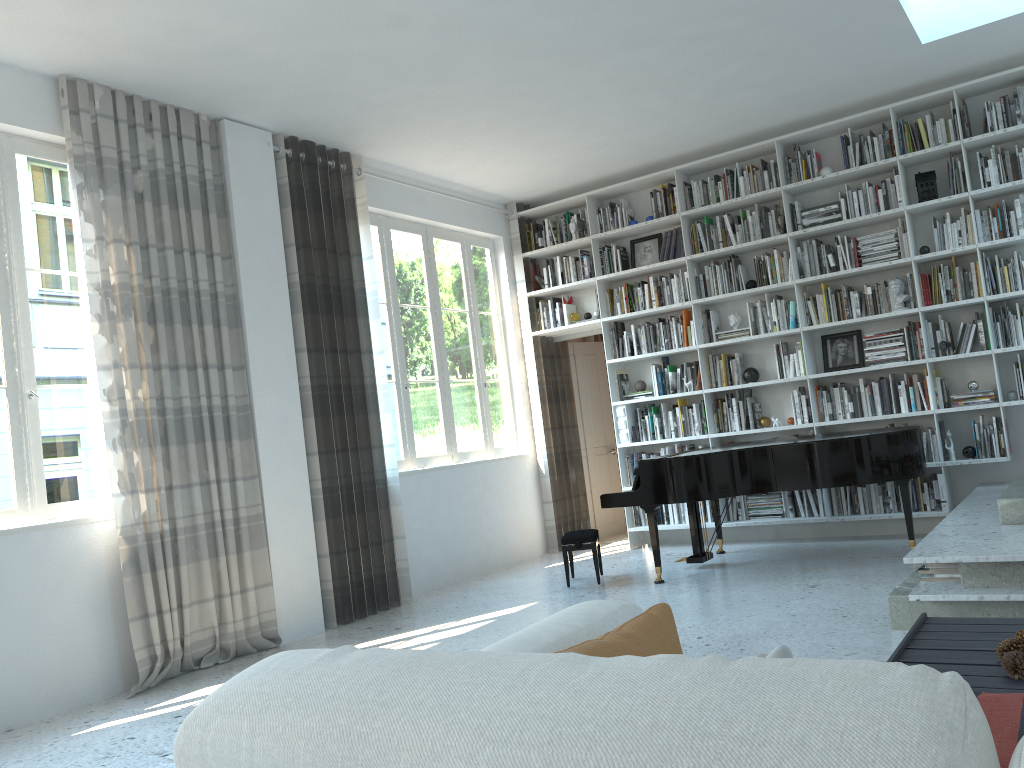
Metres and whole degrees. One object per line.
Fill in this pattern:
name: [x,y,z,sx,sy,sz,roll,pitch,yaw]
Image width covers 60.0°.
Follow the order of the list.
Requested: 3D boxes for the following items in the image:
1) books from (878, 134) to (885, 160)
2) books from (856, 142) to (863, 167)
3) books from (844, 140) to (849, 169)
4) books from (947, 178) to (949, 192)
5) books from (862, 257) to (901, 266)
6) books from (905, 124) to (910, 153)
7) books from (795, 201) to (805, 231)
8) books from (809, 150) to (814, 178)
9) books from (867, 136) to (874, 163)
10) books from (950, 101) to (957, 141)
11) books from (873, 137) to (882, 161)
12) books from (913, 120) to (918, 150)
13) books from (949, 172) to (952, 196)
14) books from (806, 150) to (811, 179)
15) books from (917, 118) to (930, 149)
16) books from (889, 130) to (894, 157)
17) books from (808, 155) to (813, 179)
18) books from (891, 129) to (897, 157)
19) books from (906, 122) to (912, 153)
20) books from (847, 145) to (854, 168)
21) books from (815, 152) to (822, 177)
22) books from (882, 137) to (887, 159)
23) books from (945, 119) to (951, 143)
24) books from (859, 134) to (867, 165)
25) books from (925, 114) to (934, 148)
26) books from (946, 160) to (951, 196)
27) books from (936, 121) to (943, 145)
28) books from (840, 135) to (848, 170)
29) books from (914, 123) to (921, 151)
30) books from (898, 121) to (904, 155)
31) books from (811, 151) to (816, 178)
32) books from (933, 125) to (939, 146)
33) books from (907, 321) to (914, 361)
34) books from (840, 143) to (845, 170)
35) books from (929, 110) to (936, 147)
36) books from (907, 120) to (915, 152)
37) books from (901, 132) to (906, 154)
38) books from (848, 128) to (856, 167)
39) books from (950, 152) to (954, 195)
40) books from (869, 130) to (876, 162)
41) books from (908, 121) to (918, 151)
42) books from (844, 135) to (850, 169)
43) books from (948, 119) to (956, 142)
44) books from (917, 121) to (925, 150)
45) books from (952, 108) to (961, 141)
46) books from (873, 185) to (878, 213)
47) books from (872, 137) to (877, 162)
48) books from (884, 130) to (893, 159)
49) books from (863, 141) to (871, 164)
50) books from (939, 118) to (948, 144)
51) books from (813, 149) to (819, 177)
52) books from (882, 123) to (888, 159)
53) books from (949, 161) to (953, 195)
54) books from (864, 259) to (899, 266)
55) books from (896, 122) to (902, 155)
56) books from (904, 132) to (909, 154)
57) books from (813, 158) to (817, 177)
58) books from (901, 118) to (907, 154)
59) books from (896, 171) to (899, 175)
books: [2.781,-1.737,6.632,0.026,0.233,0.137,-9,-4,33]
books: [2.630,-1.703,6.702,0.050,0.210,0.172,-9,-4,33]
books: [2.567,-1.720,6.760,0.011,0.266,0.129,-9,-4,33]
books: [3.151,-1.419,6.382,0.019,0.213,0.156,-9,-4,33]
books: [2.772,-0.909,6.639,0.254,0.012,0.161,-10,-5,36]
books: [2.912,-1.765,6.494,0.007,0.239,0.191,-9,-4,33]
books: [2.265,-1.293,6.938,0.021,0.249,0.191,-9,-4,33]
books: [2.348,-1.679,6.891,0.005,0.255,0.168,-9,-4,33]
books: [2.711,-1.729,6.652,0.023,0.236,0.154,-9,-4,33]
books: [3.179,-1.851,6.360,0.012,0.329,0.128,-9,-4,33]
books: [2.738,-1.718,6.608,0.023,0.202,0.193,-9,-4,33]
books: [2.969,-1.784,6.485,0.008,0.262,0.142,-9,-4,33]
books: [3.167,-1.413,6.380,0.022,0.199,0.143,-9,-4,33]
books: [2.331,-1.681,6.909,0.013,0.264,0.147,-9,-4,33]
books: [3.006,-1.787,6.444,0.054,0.254,0.190,-9,-4,33]
books: [2.836,-1.752,6.583,0.014,0.244,0.145,-9,-4,33]
books: [2.343,-1.660,6.897,0.016,0.219,0.144,-9,-4,33]
books: [2.843,-1.751,6.568,0.014,0.238,0.153,-9,-4,33]
books: [2.925,-1.776,6.503,0.006,0.259,0.166,-9,-4,33]
books: [2.598,-1.695,6.744,0.031,0.208,0.146,-9,-4,33]
books: [2.393,-1.675,6.888,0.004,0.235,0.137,-9,-4,33]
books: [2.796,-1.725,6.615,0.014,0.204,0.135,-9,-4,33]
books: [3.148,-1.783,6.372,0.025,0.203,0.162,-9,-4,33]
books: [2.668,-1.738,6.697,0.028,0.269,0.140,-9,-4,33]
books: [3.050,-1.803,6.439,0.030,0.274,0.151,-9,-4,33]
books: [3.136,-1.448,6.352,0.021,0.272,0.190,-9,-4,33]
books: [3.093,-1.774,6.388,0.024,0.201,0.180,-9,-4,33]
books: [2.546,-1.731,6.753,0.014,0.292,0.176,-9,-4,33]
books: [2.971,-1.771,6.463,0.015,0.233,0.171,-9,-4,33]
books: [2.880,-1.778,6.532,0.008,0.278,0.170,-9,-4,33]
books: [2.366,-1.678,6.901,0.013,0.249,0.148,-9,-4,33]
books: [3.074,-1.760,6.400,0.022,0.180,0.173,-9,-4,33]
books: [2.962,-0.314,6.555,0.011,0.299,0.130,-9,-4,33]
books: [2.548,-1.706,6.773,0.012,0.245,0.151,-9,-4,33]
books: [3.056,-1.817,6.414,0.010,0.297,0.167,-9,-4,33]
books: [2.935,-1.787,6.510,0.007,0.279,0.150,-9,-4,33]
books: [2.906,-1.743,6.542,0.016,0.204,0.143,-9,-4,33]
books: [2.595,-1.759,6.717,0.010,0.331,0.186,-9,-4,33]
books: [3.168,-1.485,6.365,0.025,0.339,0.142,-9,-4,33]
books: [2.714,-1.748,6.631,0.010,0.270,0.180,-9,-4,33]
books: [2.948,-1.780,6.490,0.034,0.261,0.157,-9,-4,33]
books: [2.569,-1.736,6.747,0.011,0.296,0.157,-9,-4,33]
books: [3.164,-1.781,6.352,0.022,0.194,0.181,-9,-4,33]
books: [2.997,-1.788,6.488,0.007,0.264,0.133,-9,-4,33]
books: [3.183,-1.816,6.320,0.029,0.253,0.186,-9,-4,33]
books: [2.747,-1.364,6.655,0.011,0.239,0.139,-9,-4,33]
books: [2.732,-1.723,6.632,0.012,0.217,0.179,-9,-4,33]
books: [2.813,-1.749,6.586,0.028,0.243,0.161,-9,-4,33]
books: [2.687,-1.708,6.662,0.033,0.202,0.166,-9,-4,33]
books: [3.113,-1.784,6.370,0.031,0.213,0.169,-9,-4,33]
books: [2.375,-1.684,6.876,0.011,0.256,0.143,-9,-4,33]
books: [2.797,-1.779,6.605,0.012,0.308,0.138,-9,-4,33]
books: [3.157,-1.451,6.355,0.022,0.271,0.181,-9,-4,33]
books: [2.773,-0.896,6.637,0.254,0.012,0.161,-9,-4,29]
books: [2.881,-1.780,6.553,0.012,0.285,0.159,-9,-4,33]
books: [2.920,-1.741,6.520,0.015,0.192,0.160,-9,-4,33]
books: [2.374,-1.648,6.885,0.010,0.186,0.152,-9,-4,33]
books: [2.900,-1.791,6.523,0.007,0.298,0.181,-9,-4,33]
books: [2.881,-1.416,6.571,0.010,0.299,0.133,-9,-4,33]
